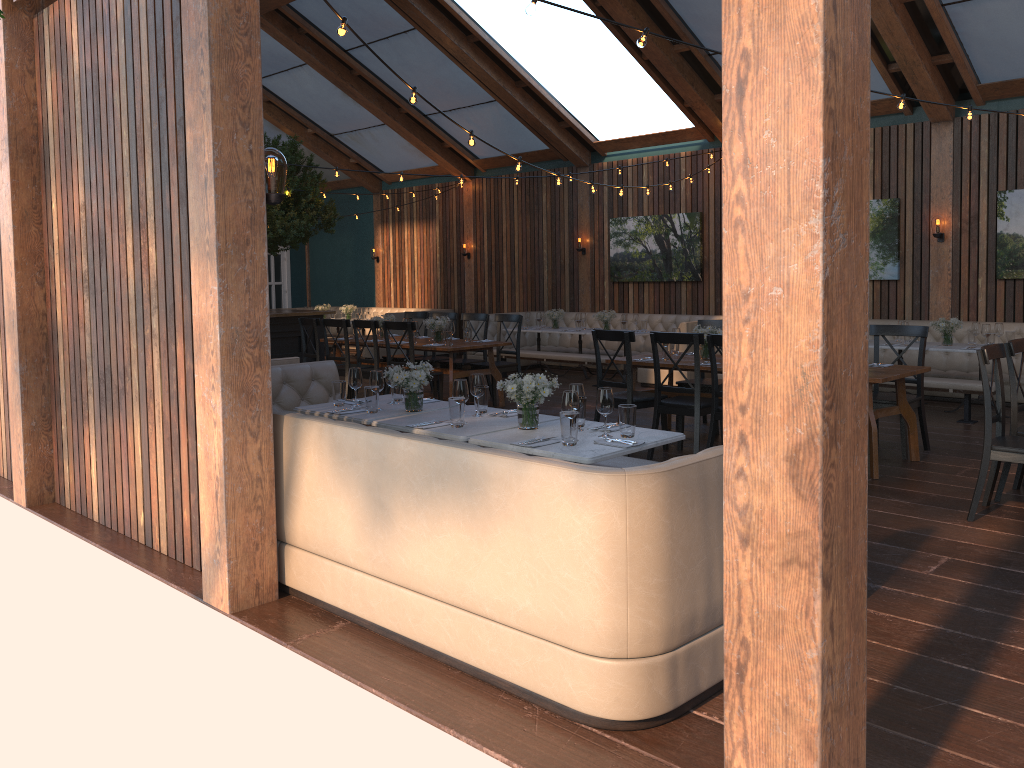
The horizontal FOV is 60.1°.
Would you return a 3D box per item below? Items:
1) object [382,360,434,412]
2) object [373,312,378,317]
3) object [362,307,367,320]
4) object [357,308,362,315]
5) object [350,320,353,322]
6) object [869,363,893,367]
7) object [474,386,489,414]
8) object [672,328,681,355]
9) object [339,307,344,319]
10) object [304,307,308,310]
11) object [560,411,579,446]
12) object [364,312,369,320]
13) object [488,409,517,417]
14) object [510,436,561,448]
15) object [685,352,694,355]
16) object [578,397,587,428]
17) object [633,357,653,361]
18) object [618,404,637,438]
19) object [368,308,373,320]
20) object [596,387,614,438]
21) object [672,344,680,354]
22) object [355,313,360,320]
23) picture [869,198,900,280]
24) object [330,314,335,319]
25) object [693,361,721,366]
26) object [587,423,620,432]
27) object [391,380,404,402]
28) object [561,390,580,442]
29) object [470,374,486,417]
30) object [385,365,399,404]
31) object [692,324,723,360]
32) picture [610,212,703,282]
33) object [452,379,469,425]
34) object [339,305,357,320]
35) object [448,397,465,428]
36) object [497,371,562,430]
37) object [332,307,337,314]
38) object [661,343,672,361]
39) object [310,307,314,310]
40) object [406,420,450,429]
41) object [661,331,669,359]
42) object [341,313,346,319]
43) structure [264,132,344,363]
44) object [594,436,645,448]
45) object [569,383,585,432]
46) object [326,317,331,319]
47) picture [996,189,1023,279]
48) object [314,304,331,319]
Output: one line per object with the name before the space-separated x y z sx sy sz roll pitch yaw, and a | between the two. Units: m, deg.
object | -0.610 0.011 5.370 0.329 0.308 0.337 -3 6 -23
object | -2.518 -1.247 16.366 0.092 0.157 0.092 2 5 31
object | -2.755 -1.312 16.576 0.092 0.243 0.092 -1 4 2
object | -2.805 -1.276 16.289 0.092 0.243 0.092 -1 4 2
object | -2.966 -1.157 16.264 0.158 0.019 0.256 6 10 44
object | 2.859 -0.150 6.914 0.158 0.019 0.256 6 10 44
object | -0.183 0.094 5.255 0.092 0.157 0.092 2 5 31
object | 1.501 -0.385 8.081 0.092 0.243 0.092 -1 4 2
object | -3.291 -1.369 17.101 0.092 0.243 0.092 -1 4 2
object | -4.086 -1.414 17.570 0.092 0.243 0.092 -1 4 -3
object | 0.274 0.214 4.227 0.092 0.157 0.092 2 5 31
object | -2.740 -1.283 16.687 0.092 0.157 0.092 2 5 31
object | -0.033 0.170 5.183 0.158 0.019 0.256 6 10 44
object | 0.127 0.276 4.307 0.158 0.019 0.256 6 10 44
object | 1.662 -0.283 8.142 0.158 0.019 0.256 6 10 44
object | 0.353 0.150 4.730 0.092 0.157 0.092 2 5 31
object | 1.178 -0.220 7.698 0.158 0.019 0.256 6 10 44
object | 0.575 0.186 4.410 0.092 0.157 0.092 2 5 31
object | -2.627 -1.290 16.379 0.092 0.243 0.092 -1 4 2
object | 0.466 0.143 4.422 0.092 0.243 0.092 -1 4 -3
object | 1.513 -0.359 8.214 0.092 0.157 0.092 -2 4 -9
object | -2.819 -1.219 16.184 0.092 0.157 0.092 2 5 31
picture | 4.140 -1.834 11.390 1.653 0.994 0.065 5 7 44
object | -3.390 -1.279 16.739 0.092 0.157 0.092 2 5 31
object | 1.614 -0.174 7.288 0.158 0.019 0.256 6 10 44
object | 0.502 0.226 4.658 0.158 0.019 0.256 6 10 44
object | -0.754 0.033 5.816 0.092 0.157 0.092 2 5 31
object | 0.288 0.157 4.333 0.092 0.243 0.092 -1 4 -3
object | -0.198 0.065 5.145 0.092 0.243 0.092 -1 4 -3
object | -0.770 0.004 5.705 0.092 0.243 0.092 -1 4 2
object | 1.693 -0.370 7.670 0.329 0.308 0.338 -2 5 -11
picture | 2.143 -2.043 13.338 1.653 0.994 0.065 5 7 44
object | -0.283 0.098 4.888 0.092 0.243 0.092 -1 4 -3
object | -3.104 -1.361 16.754 0.336 0.308 0.331 -1 5 -3
object | -0.297 0.154 4.782 0.092 0.157 0.092 2 5 31
object | 0.084 0.080 4.718 0.336 0.308 0.331 1 6 19
object | -3.376 -1.335 16.845 0.092 0.243 0.092 -1 4 2
object | 1.332 -0.281 7.611 0.092 0.157 0.092 -1 4 1
object | -3.922 -1.394 17.391 0.092 0.243 0.092 -1 4 -3
object | -0.444 0.216 4.862 0.158 0.019 0.256 6 10 44
object | 1.334 -0.339 7.729 0.092 0.243 0.092 -1 4 2
object | -3.275 -1.340 17.212 0.092 0.157 0.092 2 5 31
structure | -3.857 -1.907 13.009 2.721 3.681 2.859 -4 6 -37
object | 0.500 0.275 4.266 0.255 0.019 0.158 6 10 44
object | 0.337 0.121 4.619 0.092 0.243 0.092 -1 4 -3
object | -3.698 -1.323 17.700 0.158 0.019 0.256 6 10 44
picture | 6.102 -1.629 9.475 1.653 0.994 0.065 5 7 44
object | -3.708 -1.422 17.326 0.329 0.308 0.338 0 5 10
